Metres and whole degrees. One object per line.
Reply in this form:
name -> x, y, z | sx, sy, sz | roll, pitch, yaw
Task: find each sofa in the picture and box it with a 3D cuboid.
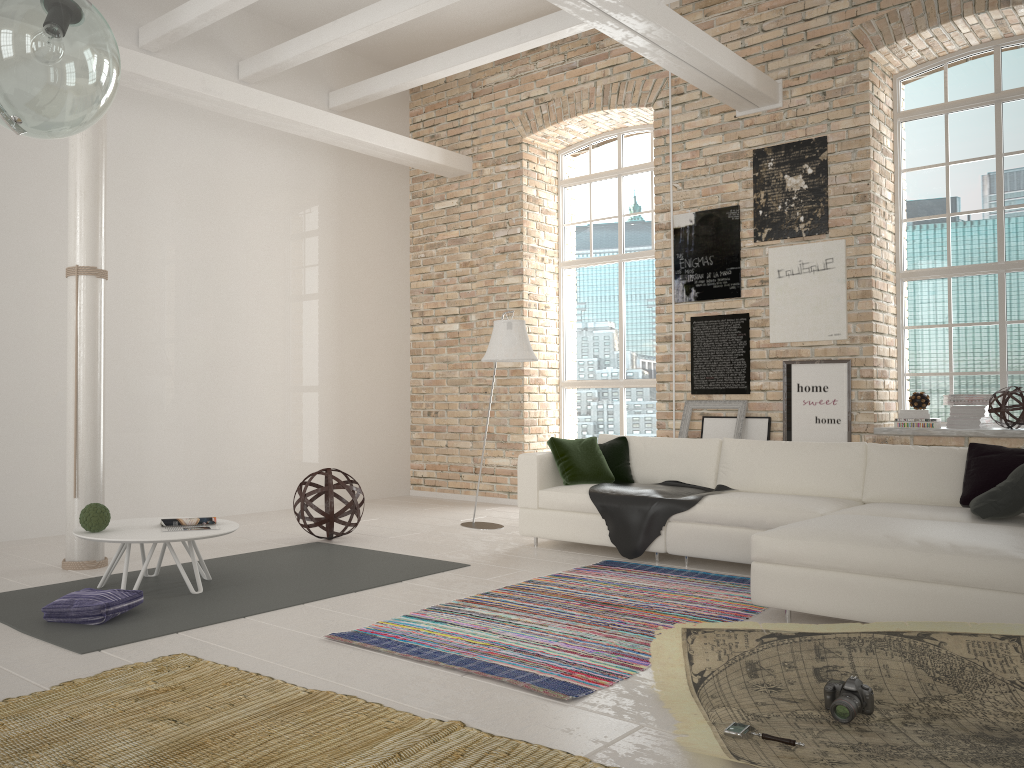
sofa -> 1.378, 0.777, 5.374 | 3.508, 0.842, 2.024 | -1, -2, 40

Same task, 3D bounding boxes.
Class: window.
window -> -2.212, -0.848, 4.962 | 1.531, 3.655, 10.658 | -1, -2, 39
window -> 0.426, -1.231, 2.752 | 1.531, 2.988, 10.658 | -1, -2, 39

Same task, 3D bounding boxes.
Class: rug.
rug -> -1.631, 1.154, 5.187 | 1.539, 0.041, 2.531 | -1, -1, 38
rug -> 0.412, 1.140, 4.495 | 1.507, 0.008, 2.499 | -1, -1, 38
rug -> -0.840, 1.093, 2.500 | 2.347, 0.021, 1.436 | -1, -1, 34

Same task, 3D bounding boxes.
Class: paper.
paper -> 1.217, 0.968, 2.759 | 1.492, 0.265, 1.044 | 0, -1, 6

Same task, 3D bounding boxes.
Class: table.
table -> -2.003, 0.981, 5.040 | 0.853, 0.342, 0.969 | 1, -1, -36

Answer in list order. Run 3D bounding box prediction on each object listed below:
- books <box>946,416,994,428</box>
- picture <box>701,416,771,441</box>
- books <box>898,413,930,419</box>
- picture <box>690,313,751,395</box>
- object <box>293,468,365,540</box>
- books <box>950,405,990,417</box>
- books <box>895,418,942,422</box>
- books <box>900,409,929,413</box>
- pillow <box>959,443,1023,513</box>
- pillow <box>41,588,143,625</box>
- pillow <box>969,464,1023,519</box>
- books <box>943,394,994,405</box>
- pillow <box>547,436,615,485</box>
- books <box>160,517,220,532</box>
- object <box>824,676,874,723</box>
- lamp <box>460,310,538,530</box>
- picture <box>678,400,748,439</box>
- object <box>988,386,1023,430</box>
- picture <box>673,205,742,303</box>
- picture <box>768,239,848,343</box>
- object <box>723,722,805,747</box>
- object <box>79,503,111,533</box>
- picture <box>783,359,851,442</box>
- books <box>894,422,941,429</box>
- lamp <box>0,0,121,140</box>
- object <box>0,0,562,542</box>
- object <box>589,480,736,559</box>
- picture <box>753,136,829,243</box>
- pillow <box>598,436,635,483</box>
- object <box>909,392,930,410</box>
books -> 3.463, 0.286, 6.734 | 0.254, 0.088, 0.295 | -1, -2, 44
picture -> 1.854, 0.556, 7.462 | 0.616, 0.568, 0.137 | -1, -2, 40
books -> 3.038, 0.241, 6.742 | 0.215, 0.041, 0.183 | -1, -1, 26
picture -> 1.786, -0.251, 7.636 | 0.547, 0.681, 0.060 | -1, -2, 40
object -> -1.396, 0.915, 6.810 | 0.559, 0.543, 0.523 | -1, -1, 15
books -> 3.464, 0.203, 6.737 | 0.254, 0.088, 0.296 | -1, -1, 34
books -> 3.057, 0.271, 6.710 | 0.290, 0.024, 0.204 | -1, -1, 36
books -> 3.043, 0.207, 6.737 | 0.196, 0.030, 0.165 | -1, -1, 29
pillow -> 2.793, 0.534, 5.040 | 0.456, 0.390, 0.226 | -1, -2, 40
pillow -> -2.025, 1.083, 4.320 | 0.368, 0.164, 0.341 | 0, -1, 15
pillow -> 2.606, 0.545, 4.691 | 0.362, 0.305, 0.391 | -1, -1, 29
books -> 3.451, 0.118, 6.741 | 0.319, 0.085, 0.218 | -1, -1, 21
pillow -> 0.503, 0.561, 6.562 | 0.396, 0.343, 0.320 | 0, -1, -25
books -> -1.834, 0.787, 5.061 | 0.292, 0.048, 0.389 | 0, -1, -22
object -> 1.103, 1.042, 2.962 | 0.159, 0.124, 0.158 | -1, -2, 40
lamp -> -0.113, 0.310, 7.325 | 0.434, 1.775, 1.039 | 0, -1, -19
picture -> 1.671, 0.429, 7.537 | 0.582, 0.582, 0.264 | -1, -2, 40
object -> 3.550, 0.169, 6.309 | 0.325, 0.307, 0.287 | -1, -2, 31
picture -> 1.685, -1.115, 7.722 | 0.632, 0.785, 0.034 | -1, -2, 40
picture -> 2.362, -0.731, 7.138 | 0.631, 0.784, 0.034 | -1, -2, 40
object -> 0.782, 1.088, 2.750 | 0.243, 0.019, 0.091 | -1, -1, 36
object -> -2.274, 0.730, 4.863 | 0.167, 0.164, 0.157 | -1, -1, 16
picture -> 2.415, 0.187, 7.075 | 0.555, 0.756, 0.011 | -1, -2, 40
books -> 3.055, 0.307, 6.711 | 0.295, 0.048, 0.204 | -1, -1, 36
lamp -> -1.548, -1.587, 2.939 | 0.470, 1.599, 0.534 | 1, -2, -36
object -> 0.091, -1.268, 3.069 | 10.843, 4.799, 11.048 | -1, -2, 40
object -> 1.020, 0.922, 6.099 | 0.957, 0.464, 0.723 | -1, -2, 38
picture -> 2.264, -1.573, 7.260 | 0.630, 0.784, 0.034 | -1, -2, 40
pillow -> 0.693, 0.580, 6.744 | 0.410, 0.365, 0.315 | 0, -1, -3
object -> 3.090, 0.127, 6.761 | 0.137, 0.137, 0.149 | 0, -1, -23
